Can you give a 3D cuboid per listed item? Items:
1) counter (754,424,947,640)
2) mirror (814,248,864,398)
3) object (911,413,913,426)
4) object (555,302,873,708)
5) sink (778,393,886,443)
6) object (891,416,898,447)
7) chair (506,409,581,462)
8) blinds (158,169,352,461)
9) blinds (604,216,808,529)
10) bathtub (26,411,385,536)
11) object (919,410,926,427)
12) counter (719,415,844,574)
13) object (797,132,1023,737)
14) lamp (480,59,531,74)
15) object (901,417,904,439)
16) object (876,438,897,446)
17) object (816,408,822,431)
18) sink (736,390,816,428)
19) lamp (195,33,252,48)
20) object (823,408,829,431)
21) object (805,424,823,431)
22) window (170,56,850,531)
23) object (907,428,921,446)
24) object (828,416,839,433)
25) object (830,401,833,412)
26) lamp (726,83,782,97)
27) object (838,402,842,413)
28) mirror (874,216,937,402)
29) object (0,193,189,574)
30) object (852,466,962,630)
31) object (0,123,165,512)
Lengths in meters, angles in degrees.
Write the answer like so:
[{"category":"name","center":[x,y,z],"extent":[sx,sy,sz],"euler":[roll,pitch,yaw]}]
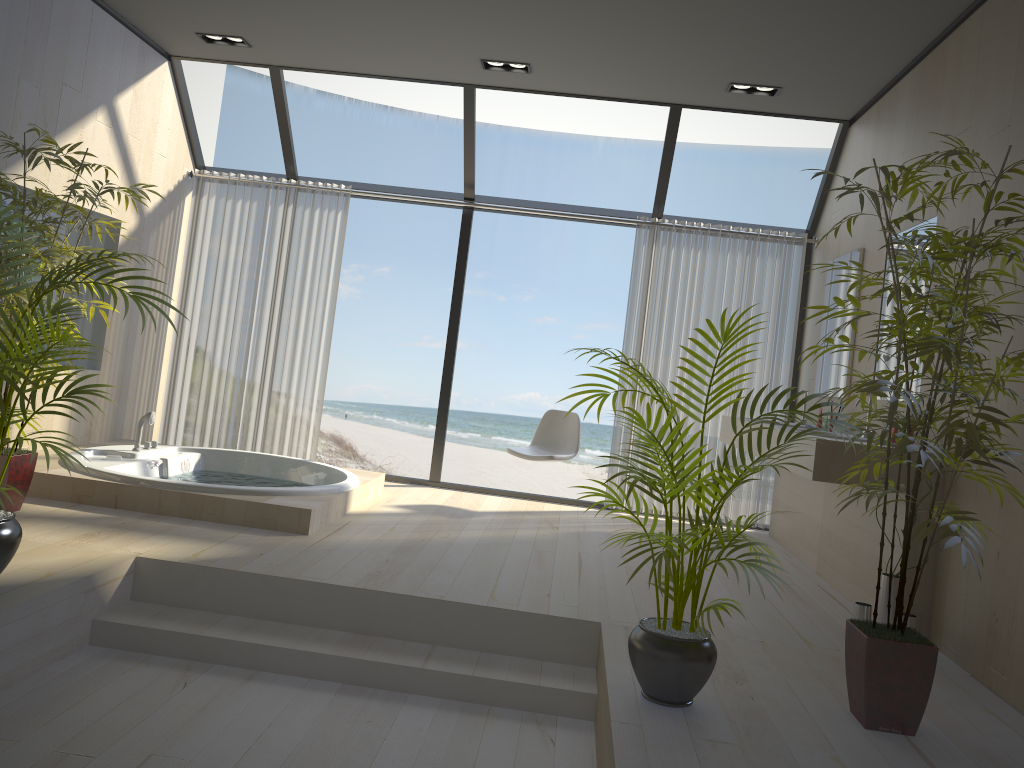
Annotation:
[{"category":"counter","center":[1.541,0.651,4.259],"extent":[0.551,0.792,1.203],"euler":[7,0,4]},{"category":"mirror","center":[1.989,-0.355,5.404],"extent":[0.023,0.870,0.652],"euler":[7,-1,4]},{"category":"object","center":[1.708,0.189,3.784],"extent":[0.012,0.178,0.049],"euler":[4,-3,44]},{"category":"object","center":[0.479,0.339,2.638],"extent":[0.918,1.160,0.747],"euler":[6,-2,38]},{"category":"sink","center":[1.541,0.233,4.248],"extent":[0.504,0.420,0.572],"euler":[7,0,8]},{"category":"object","center":[1.685,0.210,3.897],"extent":[0.039,0.135,0.039],"euler":[9,-3,-44]},{"category":"chair","center":[0.234,0.346,5.917],"extent":[0.370,0.348,0.452],"euler":[6,-1,33]},{"category":"blinds","center":[-1.869,-0.488,6.466],"extent":[1.183,2.076,0.084],"euler":[7,-3,4]},{"category":"blinds","center":[1.354,-0.094,6.210],"extent":[1.183,2.076,0.084],"euler":[7,-3,4]},{"category":"bathtub","center":[-1.813,0.560,5.145],"extent":[1.822,0.700,1.644],"euler":[7,0,4]},{"category":"object","center":[1.742,0.194,3.797],"extent":[0.054,0.175,0.012],"euler":[6,-3,30]},{"category":"counter","center":[1.629,0.644,5.460],"extent":[0.551,0.792,1.203],"euler":[7,0,4]},{"category":"object","center":[1.257,0.144,2.633],"extent":[0.789,1.761,0.931],"euler":[6,-2,29]},{"category":"lamp","center":[-0.030,-2.001,5.441],"extent":[0.301,0.112,0.164],"euler":[7,0,4]},{"category":"object","center":[1.758,0.217,3.984],"extent":[0.039,0.135,0.039],"euler":[9,-3,-44]},{"category":"object","center":[1.631,0.254,3.831],"extent":[0.105,0.029,0.032],"euler":[7,0,45]},{"category":"object","center":[1.773,0.203,5.098],"extent":[0.038,0.135,0.039],"euler":[9,-3,-37]},{"category":"sink","center":[1.629,0.226,5.449],"extent":[0.504,0.420,0.572],"euler":[7,0,8]},{"category":"lamp","center":[-1.810,-2.218,5.582],"extent":[0.301,0.112,0.164],"euler":[7,0,4]},{"category":"object","center":[1.845,0.211,5.185],"extent":[0.038,0.135,0.039],"euler":[9,-3,-37]},{"category":"object","center":[1.718,0.247,5.032],"extent":[0.105,0.029,0.032],"euler":[7,0,45]},{"category":"window","center":[-0.222,-0.629,6.161],"extent":[4.562,2.821,0.743],"euler":[7,-2,4]},{"category":"object","center":[1.724,0.233,3.803],"extent":[0.058,0.100,0.058],"euler":[6,-2,15]},{"category":"object","center":[1.811,0.227,5.005],"extent":[0.058,0.100,0.058],"euler":[7,-2,11]},{"category":"object","center":[1.796,0.182,4.985],"extent":[0.012,0.178,0.049],"euler":[4,-3,44]},{"category":"lamp","center":[1.456,-1.819,5.322],"extent":[0.301,0.112,0.164],"euler":[7,0,4]},{"category":"object","center":[1.830,0.187,4.998],"extent":[0.054,0.175,0.012],"euler":[6,-3,30]},{"category":"mirror","center":[1.941,-0.346,4.369],"extent":[0.023,0.870,0.652],"euler":[7,-1,4]},{"category":"object","center":[-1.638,-0.010,2.899],"extent":[1.064,1.349,0.872],"euler":[7,-2,-7]},{"category":"object","center":[1.599,0.685,3.515],"extent":[0.406,0.751,0.273],"euler":[7,-2,-8]},{"category":"object","center":[-2.281,-0.305,4.043],"extent":[0.789,1.761,0.931],"euler":[6,-2,29]}]
